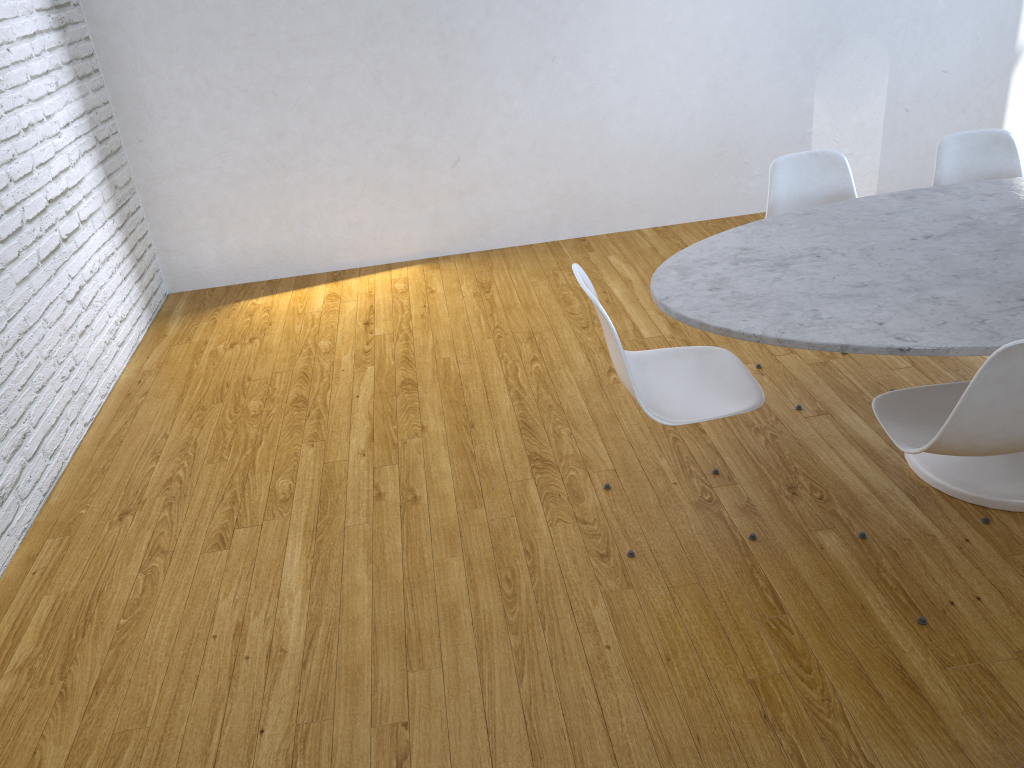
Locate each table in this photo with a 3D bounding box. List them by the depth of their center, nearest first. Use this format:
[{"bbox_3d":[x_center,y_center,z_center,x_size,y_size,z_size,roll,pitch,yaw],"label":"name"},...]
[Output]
[{"bbox_3d":[1.305,-0.066,2.279,1.909,0.631,1.057,-9,28,-5],"label":"table"}]

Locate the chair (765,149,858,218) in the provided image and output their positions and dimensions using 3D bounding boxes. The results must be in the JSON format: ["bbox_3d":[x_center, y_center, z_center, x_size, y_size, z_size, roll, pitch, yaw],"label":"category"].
[{"bbox_3d":[0.975,-0.489,2.700,0.405,0.356,0.414,-9,28,-6],"label":"chair"}]

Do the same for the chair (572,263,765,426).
[{"bbox_3d":[0.369,-0.122,2.119,0.419,0.356,0.400,-8,28,-2],"label":"chair"}]

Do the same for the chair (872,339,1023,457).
[{"bbox_3d":[0.988,-0.026,1.801,0.405,0.356,0.414,-7,28,-1],"label":"chair"}]

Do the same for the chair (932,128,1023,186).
[{"bbox_3d":[1.502,-0.561,2.726,0.405,0.356,0.414,-7,28,-2],"label":"chair"}]

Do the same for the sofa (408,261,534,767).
[{"bbox_3d":[1.554,1.001,0.121,5.335,0.688,9.599,-9,27,-4],"label":"sofa"}]
